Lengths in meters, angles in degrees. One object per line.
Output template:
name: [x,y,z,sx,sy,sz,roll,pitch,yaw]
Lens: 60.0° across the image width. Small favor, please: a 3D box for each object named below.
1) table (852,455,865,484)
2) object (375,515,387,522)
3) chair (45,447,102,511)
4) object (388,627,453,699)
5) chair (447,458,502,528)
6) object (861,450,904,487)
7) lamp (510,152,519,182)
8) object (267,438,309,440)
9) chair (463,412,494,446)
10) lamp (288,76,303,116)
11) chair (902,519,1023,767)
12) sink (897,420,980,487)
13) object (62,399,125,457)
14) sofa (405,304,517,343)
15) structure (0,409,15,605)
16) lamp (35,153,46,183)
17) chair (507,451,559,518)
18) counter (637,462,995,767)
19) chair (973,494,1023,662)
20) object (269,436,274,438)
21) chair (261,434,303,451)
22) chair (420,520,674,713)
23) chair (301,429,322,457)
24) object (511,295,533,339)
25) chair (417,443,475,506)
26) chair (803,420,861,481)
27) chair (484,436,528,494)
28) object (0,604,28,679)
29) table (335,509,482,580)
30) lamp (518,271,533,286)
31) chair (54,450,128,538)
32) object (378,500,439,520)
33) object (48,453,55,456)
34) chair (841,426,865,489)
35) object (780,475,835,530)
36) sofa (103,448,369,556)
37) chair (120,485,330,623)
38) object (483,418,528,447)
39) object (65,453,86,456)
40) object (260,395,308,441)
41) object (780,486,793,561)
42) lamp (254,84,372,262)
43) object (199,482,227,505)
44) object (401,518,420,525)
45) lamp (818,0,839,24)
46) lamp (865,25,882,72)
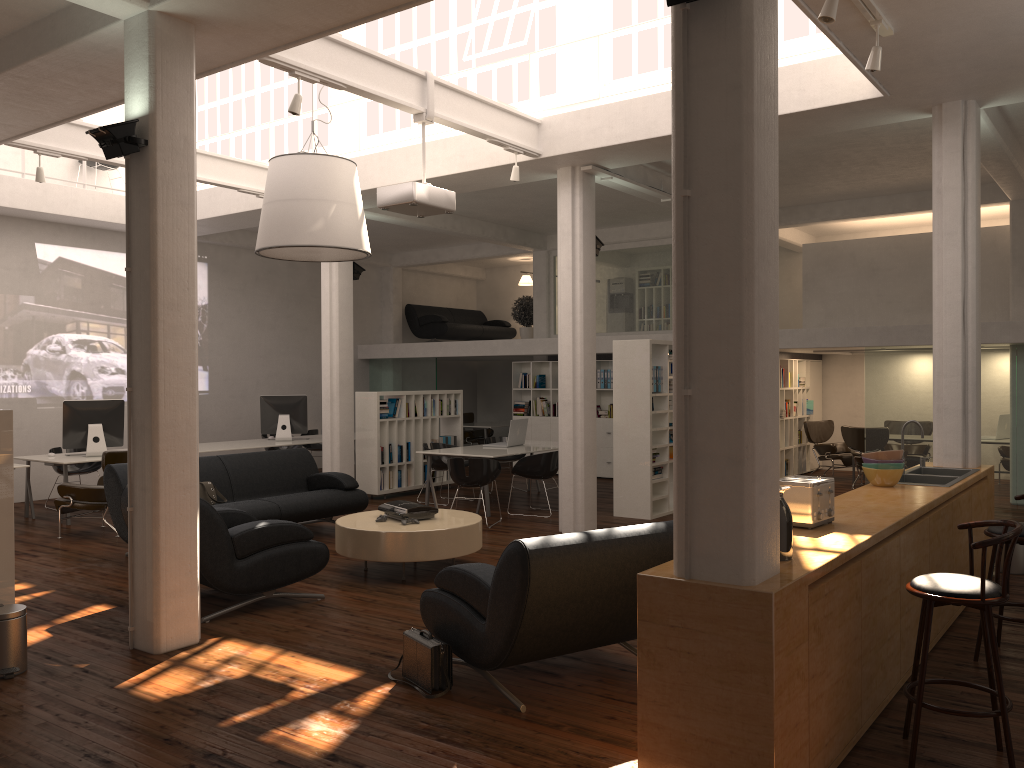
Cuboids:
table: [8.451,1.498,16.757,3.900,0.947,1.040,0,0,36]
object: [-1.437,1.474,9.760,0.119,0.062,0.193,0,0,-3]
chair: [-7.367,1.573,14.894,0.757,1.004,0.795,0,1,41]
object: [-0.624,1.909,6.207,0.271,0.376,0.618,-1,1,-38]
chair: [-0.582,1.547,12.975,0.795,1.004,0.757,0,0,11]
object: [3.250,0.733,7.779,0.299,0.332,0.331,0,0,-8]
lamp: [0.042,-2.726,11.169,0.136,0.357,0.117,0,1,42]
object: [-4.427,1.081,17.561,0.804,0.032,0.217,0,0,-9]
chair: [-1.057,1.376,23.928,0.991,1.183,0.994,0,0,36]
lamp: [-2.034,-2.694,8.293,0.136,0.357,0.117,0,0,29]
chair: [2.477,1.430,4.887,0.592,1.362,0.665,0,0,22]
sink: [4.048,0.736,8.544,0.596,0.774,1.757,0,0,36]
object: [-6.561,0.692,13.926,0.886,0.888,0.347,-1,0,-34]
sofa: [-1.343,-1.557,24.124,1.467,1.119,3.087,0,0,36]
structure: [-6.496,1.177,5.829,3.131,1.914,4.752,0,0,36]
lamp: [-5.890,-2.692,11.084,0.136,0.357,0.117,0,1,42]
chair: [0.432,1.534,13.961,0.757,1.004,0.795,0,0,31]
counter: [2.902,1.473,6.955,0.689,1.141,6.858,0,0,36]
chair: [3.830,1.410,6.602,0.665,1.362,0.592,-1,1,-43]
object: [-4.816,1.070,17.757,0.108,0.052,0.194,0,0,-8]
chair: [-4.821,1.533,18.423,0.757,1.004,0.795,0,0,36]
chair: [0.297,1.525,6.406,1.454,1.130,1.481,-1,0,-33]
chair: [-4.268,1.522,19.622,0.795,1.004,0.757,0,0,-9]
object: [0.369,-1.560,21.175,0.793,1.127,0.770,0,0,34]
chair: [-1.159,1.534,15.322,0.757,1.004,0.795,0,0,36]
chair: [6.735,1.368,18.591,0.994,1.183,0.991,-1,0,-34]
chair: [-0.164,1.518,16.767,0.795,1.004,0.757,0,0,-19]
object: [-3.720,1.879,6.492,0.415,0.465,0.311,0,0,19]
table: [-1.143,1.789,9.901,1.616,0.570,1.616,0,0,29]
lamp: [1.153,-2.799,23.111,0.447,0.513,2.635,-1,1,-45]
chair: [-5.701,1.484,12.365,0.991,1.183,0.994,0,0,11]
object: [-1.167,1.420,9.954,0.471,0.163,0.558,-1,0,-34]
object: [-7.252,1.111,13.966,0.108,0.052,0.194,-1,0,-35]
chair: [6.888,1.380,16.835,0.991,1.183,0.994,-1,1,-39]
object: [1.913,0.769,5.792,0.291,0.296,0.385,0,1,41]
sofa: [-3.477,1.516,11.563,1.467,1.119,3.087,0,0,36]
chair: [-2.777,1.527,8.579,1.481,1.130,1.454,-1,1,-43]
object: [-0.107,0.846,15.535,0.557,0.470,0.702,0,0,26]
object: [-6.748,1.117,14.293,0.804,0.032,0.217,-1,0,-34]
object: [-4.411,0.657,17.149,0.886,0.888,0.347,0,0,-9]
object: [1.385,0.727,4.744,0.201,0.400,0.232,-1,0,-33]
lamp: [-2.413,-3.705,10.732,1.386,4.284,1.386,-1,1,-40]
object: [-3.914,1.395,11.169,0.586,0.352,0.331,-1,1,-39]
object: [-1.128,1.455,9.578,0.193,0.099,0.231,-1,0,-31]
lamp: [2.188,-2.684,6.138,0.136,0.357,0.117,0,0,29]
lamp: [2.920,-2.695,7.153,0.136,0.357,0.117,0,1,42]
